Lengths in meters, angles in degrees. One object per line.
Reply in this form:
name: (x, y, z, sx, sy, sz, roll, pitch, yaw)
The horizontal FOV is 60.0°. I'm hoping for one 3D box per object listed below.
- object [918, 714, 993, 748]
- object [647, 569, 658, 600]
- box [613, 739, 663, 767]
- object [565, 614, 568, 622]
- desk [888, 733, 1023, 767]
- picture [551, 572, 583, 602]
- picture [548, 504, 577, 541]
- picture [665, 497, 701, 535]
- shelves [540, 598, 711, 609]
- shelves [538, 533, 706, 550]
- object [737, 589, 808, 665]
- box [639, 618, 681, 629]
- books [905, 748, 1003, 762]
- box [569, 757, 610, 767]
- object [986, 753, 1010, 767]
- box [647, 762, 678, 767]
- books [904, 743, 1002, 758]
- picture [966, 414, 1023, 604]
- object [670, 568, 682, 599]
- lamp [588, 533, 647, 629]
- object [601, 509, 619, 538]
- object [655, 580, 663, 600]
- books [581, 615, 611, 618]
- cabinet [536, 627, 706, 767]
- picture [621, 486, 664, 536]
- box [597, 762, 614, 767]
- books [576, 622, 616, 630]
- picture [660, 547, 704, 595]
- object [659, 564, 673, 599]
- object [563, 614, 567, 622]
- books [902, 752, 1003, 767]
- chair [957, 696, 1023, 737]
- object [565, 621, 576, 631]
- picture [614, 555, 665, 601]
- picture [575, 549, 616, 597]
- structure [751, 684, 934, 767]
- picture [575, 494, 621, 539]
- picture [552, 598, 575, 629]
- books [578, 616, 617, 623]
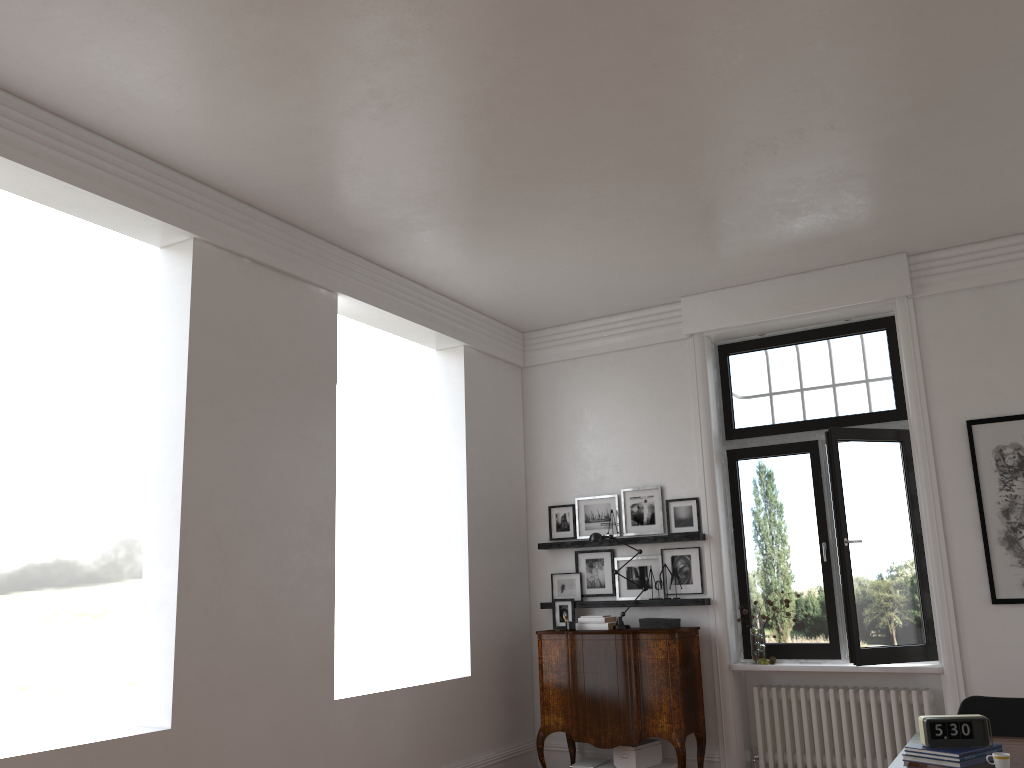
object: (1.930, 1.513, 3.860, 0.275, 0.125, 0.082, -3, -12, 4)
object: (1.181, 1.692, 7.487, 0.124, 0.259, 0.040, -9, -14, 29)
box: (0.997, 2.927, 7.016, 0.209, 0.176, 0.395, -12, -17, 39)
object: (0.464, 1.969, 7.333, 0.046, 0.138, 0.010, -8, -14, 27)
desk: (2.805, 1.914, 3.532, 2.229, 0.748, 1.033, -9, -15, 29)
picture: (0.489, 1.817, 7.919, 0.300, 0.252, 0.020, -9, -14, 29)
picture: (0.458, 1.262, 8.075, 0.267, 0.314, 0.020, -9, -14, 29)
picture: (1.449, 1.122, 7.506, 0.290, 0.302, 0.020, -9, -14, 29)
shelves: (0.942, 1.880, 7.584, 1.517, 0.055, 0.156, -9, -15, 29)
shelves: (0.924, 1.370, 7.692, 1.517, 0.055, 0.158, -9, -15, 29)
object: (2.117, 1.946, 7.155, 0.542, 0.597, 0.319, -2, -12, 1)
box: (1.205, 1.949, 7.216, 0.282, 0.086, 0.209, -9, -15, 29)
books: (1.929, 1.605, 3.873, 0.345, 0.017, 0.251, 7, -16, -34)
box: (0.638, 3.158, 7.188, 0.209, 0.176, 0.395, -8, -14, 24)
object: (1.995, 1.545, 3.625, 0.064, 0.064, 0.082, 8, -16, -38)
box: (1.116, 3.079, 6.916, 0.245, 0.176, 0.395, -9, -15, 29)
books: (1.929, 1.588, 3.877, 0.345, 0.017, 0.251, 7, -16, -34)
picture: (3.753, 0.851, 6.189, 0.884, 1.317, 0.035, -9, -14, 29)
object: (1.370, 1.670, 7.421, 0.110, 0.261, 0.040, -9, -14, 29)
lamp: (0.892, 1.648, 7.448, 0.491, 0.799, 0.175, -1, -12, -5)
object: (0.859, 1.231, 7.771, 0.175, 0.259, 0.040, -9, -14, 29)
object: (1.228, 1.726, 7.420, 0.066, 0.160, 0.040, -9, -14, 29)
books: (0.702, 1.942, 7.404, 0.201, 0.014, 0.180, -9, -15, 29)
cabinet: (0.859, 2.604, 7.142, 1.268, 1.212, 0.642, -9, -14, 29)
picture: (1.132, 1.104, 7.701, 0.370, 0.407, 0.020, -9, -14, 29)
box: (0.862, 3.113, 7.026, 0.245, 0.176, 0.395, -11, -16, 34)
books: (0.715, 2.021, 7.400, 0.295, 0.057, 0.230, -9, -15, 29)
picture: (1.424, 1.570, 7.437, 0.343, 0.382, 0.020, -9, -14, 29)
object: (1.295, 1.656, 7.435, 0.118, 0.297, 0.040, -9, -14, 29)
object: (0.446, 1.959, 7.318, 0.050, 0.119, 0.010, -10, -14, 32)
books: (1.930, 1.630, 3.883, 0.348, 0.027, 0.265, 7, -16, -34)
chair: (2.639, 2.098, 4.540, 0.753, 0.868, 0.748, -9, -14, 29)
object: (0.483, 1.995, 7.299, 0.091, 0.077, 0.092, -3, -13, 3)
picture: (1.092, 1.668, 7.615, 0.434, 0.363, 0.020, -9, -14, 29)
picture: (0.733, 1.672, 7.830, 0.374, 0.404, 0.020, -9, -14, 29)
structure: (2.555, 2.740, 6.823, 1.455, 0.775, 0.226, -9, -14, 29)
picture: (0.762, 1.186, 7.907, 0.416, 0.366, 0.020, -9, -14, 29)
picture: (0.452, 2.008, 7.748, 0.214, 0.256, 0.020, -9, -14, 29)
books: (0.717, 1.973, 7.414, 0.239, 0.044, 0.255, -9, -15, 29)
